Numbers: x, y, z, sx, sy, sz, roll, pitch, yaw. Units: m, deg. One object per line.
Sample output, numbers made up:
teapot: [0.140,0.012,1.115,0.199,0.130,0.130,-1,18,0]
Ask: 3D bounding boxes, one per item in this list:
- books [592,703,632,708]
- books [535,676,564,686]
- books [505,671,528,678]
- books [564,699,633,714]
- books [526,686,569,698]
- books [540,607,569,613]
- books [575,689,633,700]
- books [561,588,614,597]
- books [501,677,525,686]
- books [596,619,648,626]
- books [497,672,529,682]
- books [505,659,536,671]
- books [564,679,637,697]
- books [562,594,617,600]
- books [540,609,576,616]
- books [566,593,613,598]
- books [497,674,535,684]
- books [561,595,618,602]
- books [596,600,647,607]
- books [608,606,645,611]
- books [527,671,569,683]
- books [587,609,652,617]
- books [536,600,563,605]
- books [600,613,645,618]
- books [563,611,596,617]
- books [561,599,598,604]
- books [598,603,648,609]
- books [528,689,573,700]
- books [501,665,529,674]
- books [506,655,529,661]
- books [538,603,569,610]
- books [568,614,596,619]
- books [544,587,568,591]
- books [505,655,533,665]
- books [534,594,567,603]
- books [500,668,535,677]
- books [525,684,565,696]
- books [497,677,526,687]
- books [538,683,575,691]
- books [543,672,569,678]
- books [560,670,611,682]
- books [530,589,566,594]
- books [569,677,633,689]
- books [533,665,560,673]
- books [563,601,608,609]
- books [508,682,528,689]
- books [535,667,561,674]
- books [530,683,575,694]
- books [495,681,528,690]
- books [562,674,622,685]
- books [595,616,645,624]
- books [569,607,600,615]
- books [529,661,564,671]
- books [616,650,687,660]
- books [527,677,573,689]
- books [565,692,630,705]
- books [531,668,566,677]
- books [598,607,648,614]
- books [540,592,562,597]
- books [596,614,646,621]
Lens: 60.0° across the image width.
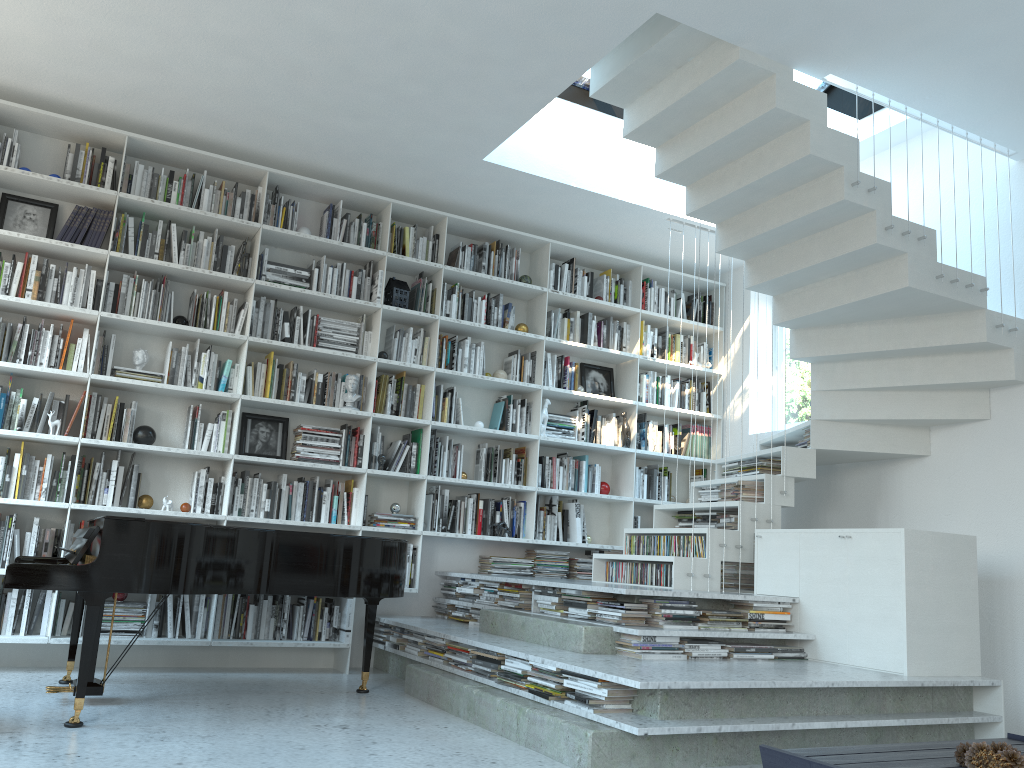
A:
books: [0.376,1.292,3.602,0.132,0.014,0.205,9,-13,-26]
books: [0.220,1.292,3.868,0.150,0.004,0.291,8,-12,-23]
books: [0.088,1.352,4.133,0.145,0.010,0.267,10,-13,-27]
books: [0.348,1.303,3.586,0.184,0.017,0.230,9,-13,-25]
books: [0.209,1.337,3.855,0.178,0.009,0.277,10,-13,-28]
books: [0.278,1.254,4.914,0.136,0.013,0.258,9,-13,-26]
books: [0.374,1.258,3.606,0.137,0.019,0.224,9,-13,-26]
books: [0.395,1.094,4.652,0.189,0.022,0.238,8,-12,-22]
books: [0.076,1.380,4.122,0.159,0.009,0.276,9,-12,-24]
books: [0.547,1.184,4.401,0.144,0.009,0.250,9,-13,-26]
books: [0.066,1.360,4.120,0.189,0.013,0.215,10,-13,-28]
books: [0.086,1.310,4.138,0.141,0.028,0.223,11,-13,-31]
books: [0.357,1.232,3.602,0.157,0.027,0.288,11,-13,-31]
books: [0.406,1.118,4.654,0.171,0.007,0.261,10,-13,-28]
books: [0.269,1.267,4.907,0.132,0.016,0.262,8,-12,-22]
books: [0.406,1.110,4.655,0.170,0.008,0.208,9,-12,-24]
books: [0.071,1.371,4.121,0.180,0.008,0.268,10,-13,-27]
books: [0.404,1.127,4.651,0.168,0.013,0.281,10,-13,-29]
books: [0.547,1.094,4.415,0.149,0.014,0.229,10,-13,-28]
books: [0.572,1.119,4.425,0.091,0.011,0.190,10,-13,-28]
books: [0.211,1.276,3.866,0.168,0.013,0.281,11,-13,-31]
books: [0.530,1.136,4.400,0.185,0.014,0.297,10,-13,-27]
books: [0.255,1.213,4.908,0.178,0.015,0.188,8,-12,-22]
books: [0.547,1.148,4.407,0.134,0.006,0.227,8,-12,-23]
books: [0.405,1.205,4.640,0.154,0.007,0.293,9,-12,-24]
books: [0.401,1.143,4.647,0.187,0.009,0.251,9,-13,-26]
books: [0.549,1.105,4.415,0.132,0.009,0.269,8,-12,-23]
books: [0.199,1.347,3.848,0.191,0.016,0.209,8,-12,-22]
books: [0.072,1.329,4.128,0.180,0.016,0.183,10,-13,-29]
books: [0.086,1.277,4.144,0.157,0.014,0.215,9,-13,-25]
books: [0.264,1.233,4.910,0.167,0.024,0.192,9,-13,-26]
books: [0.408,1.219,4.639,0.142,0.020,0.231,8,-12,-22]
books: [0.279,1.143,4.932,0.134,0.014,0.181,8,-12,-22]
books: [0.085,1.290,4.141,0.139,0.013,0.288,8,-12,-22]
books: [0.261,1.192,4.915,0.174,0.029,0.250,10,-13,-28]
books: [0.073,1.341,4.127,0.171,0.007,0.261,9,-12,-24]
books: [0.204,1.329,3.853,0.191,0.006,0.275,9,-13,-25]
books: [0.074,1.386,4.120,0.171,0.005,0.298,10,-13,-27]
books: [0.225,1.316,3.867,0.154,0.014,0.197,9,-13,-26]
books: [0.231,1.268,3.877,0.133,0.009,0.210,8,-12,-23]
books: [0.348,1.186,3.604,0.192,0.014,0.257,10,-13,-30]
books: [0.252,1.152,4.916,0.192,0.014,0.257,10,-13,-30]
books: [0.359,1.212,3.606,0.165,0.015,0.243,8,-12,-23]
books: [0.212,1.242,3.871,0.178,0.010,0.196,8,-12,-22]
books: [0.405,1.161,4.646,0.177,0.026,0.230,9,-13,-26]
books: [0.077,1.394,4.121,0.148,0.008,0.236,8,-12,-22]
books: [0.230,1.254,3.879,0.133,0.008,0.284,10,-13,-30]
books: [0.218,1.325,3.861,0.170,0.006,0.268,9,-13,-26]
books: [0.059,1.397,4.110,0.193,0.005,0.225,10,-13,-30]
books: [0.354,1.199,3.605,0.176,0.010,0.266,10,-13,-30]
books: [0.534,1.170,4.396,0.161,0.014,0.212,8,-12,-23]
books: [0.411,1.189,4.645,0.155,0.028,0.190,9,-13,-26]
books: [0.212,1.229,3.873,0.182,0.016,0.257,9,-12,-24]
books: [0.655,1.274,4.172,0.262,0.023,0.200,10,-13,-28]
books: [0.208,1.299,3.860,0.191,0.015,0.246,9,-13,-26]
books: [0.345,1.271,3.589,0.187,0.017,0.206,8,-12,-22]
books: [0.220,1.259,3.873,0.175,0.006,0.252,9,-13,-26]
books: [0.552,1.127,4.413,0.137,0.012,0.243,9,-13,-26]
books: [0.271,1.171,4.924,0.145,0.017,0.209,11,-13,-31]
books: [0.540,1.157,4.402,0.152,0.015,0.208,10,-13,-29]
